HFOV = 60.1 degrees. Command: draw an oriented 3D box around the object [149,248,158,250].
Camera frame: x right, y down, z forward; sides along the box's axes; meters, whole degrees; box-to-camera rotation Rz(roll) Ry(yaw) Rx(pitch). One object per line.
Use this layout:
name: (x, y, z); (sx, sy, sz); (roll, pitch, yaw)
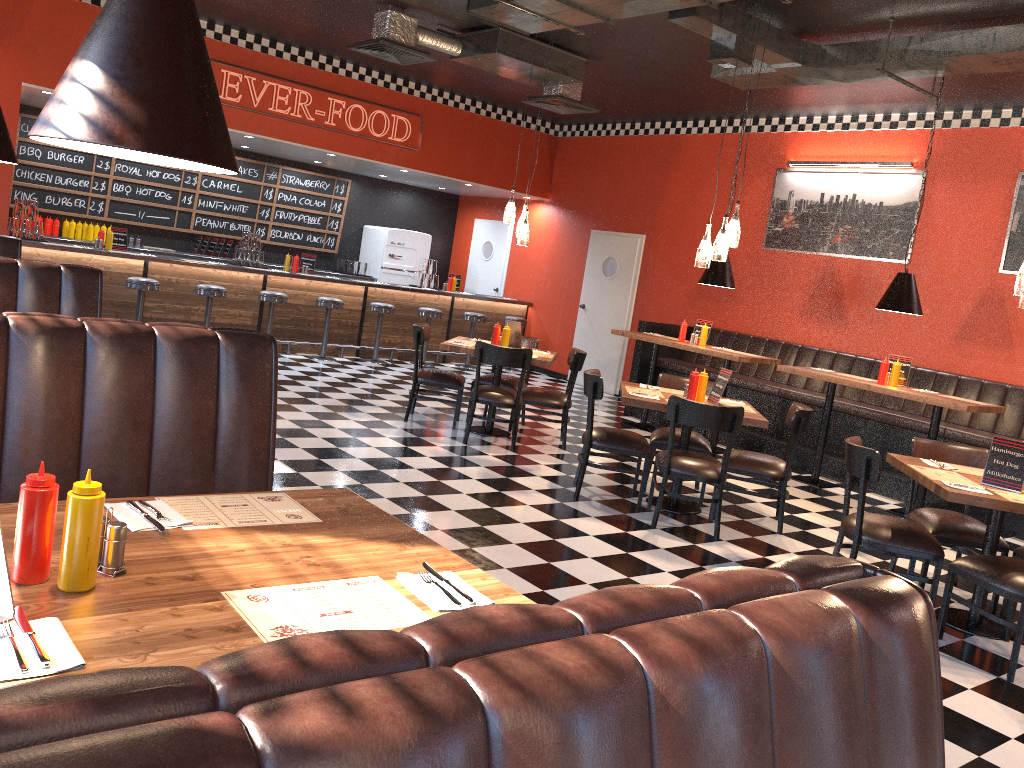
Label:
object: (-4.793, -1.828, 12.016); (0.365, 0.001, 0.262); (3, 10, -39)

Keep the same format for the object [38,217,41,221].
object: (-5.922, -1.990, 11.045); (0.068, 0.237, 0.068); (12, 6, 27)

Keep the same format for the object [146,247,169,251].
object: (-4.792, -1.834, 12.016); (0.365, 0.001, 0.263); (3, 9, -36)

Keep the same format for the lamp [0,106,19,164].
lamp: (-2.052, -1.923, 3.482); (0.383, 2.036, 0.382); (12, 6, 32)

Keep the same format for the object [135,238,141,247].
object: (-5.002, -1.904, 11.851); (0.046, 0.135, 0.094); (4, 8, -44)

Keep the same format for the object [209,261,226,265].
object: (-3.519, -1.444, 10.574); (0.157, 0.019, 0.256); (2, 10, -43)

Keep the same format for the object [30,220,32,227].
object: (-6.015, -2.008, 11.077); (0.068, 0.237, 0.068); (5, 7, -37)

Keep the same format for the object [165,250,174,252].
object: (-4.793, -1.829, 12.016); (0.365, 0.001, 0.263); (4, 9, -34)

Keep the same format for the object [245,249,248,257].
object: (-3.333, -1.587, 11.119); (0.105, 0.208, 0.106); (9, 6, 5)

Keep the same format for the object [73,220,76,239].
object: (-5.640, -1.991, 11.376); (0.068, 0.237, 0.068); (5, 7, -37)

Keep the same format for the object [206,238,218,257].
object: (-4.222, -1.930, 12.472); (0.072, 0.256, 0.189); (4, 8, -44)

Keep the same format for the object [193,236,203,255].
object: (-4.382, -1.938, 12.345); (0.070, 0.257, 0.190); (5, 7, -32)

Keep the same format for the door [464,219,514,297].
door: (-0.471, -1.569, 14.363); (0.161, 2.170, 1.032); (5, 7, -39)

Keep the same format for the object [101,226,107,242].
object: (-5.353, -1.977, 11.600); (0.068, 0.237, 0.068); (5, 7, -38)

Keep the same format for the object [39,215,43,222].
object: (-5.938, -2.004, 11.135); (0.068, 0.237, 0.068); (5, 7, -37)

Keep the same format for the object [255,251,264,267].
object: (-3.161, -1.560, 11.112); (0.105, 0.208, 0.106); (9, 6, 5)

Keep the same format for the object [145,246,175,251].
object: (-4.791, -1.842, 12.015); (0.365, 0.001, 0.262); (3, 10, -38)

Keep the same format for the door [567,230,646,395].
door: (1.264, -1.009, 12.202); (0.161, 2.170, 1.032); (5, 7, -39)

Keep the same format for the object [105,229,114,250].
object: (-4.505, -1.619, 9.920); (0.068, 0.237, 0.068); (5, 7, -38)

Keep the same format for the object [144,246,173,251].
object: (-4.791, -1.840, 12.015); (0.365, 0.001, 0.262); (3, 10, -39)

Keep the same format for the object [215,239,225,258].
object: (-4.136, -1.927, 12.543); (0.072, 0.256, 0.189); (5, 7, -34)

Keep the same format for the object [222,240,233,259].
object: (-4.050, -1.923, 12.613); (0.070, 0.257, 0.190); (5, 7, -36)

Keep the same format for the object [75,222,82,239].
object: (-5.567, -1.981, 11.390); (0.068, 0.237, 0.068); (4, 7, -41)

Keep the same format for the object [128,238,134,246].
object: (-5.086, -1.915, 11.835); (0.047, 0.135, 0.094); (9, 6, 5)

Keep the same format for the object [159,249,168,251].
object: (-4.793, -1.832, 12.016); (0.365, 0.001, 0.262); (3, 9, -37)

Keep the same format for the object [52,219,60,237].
object: (-5.770, -1.989, 11.212); (0.068, 0.237, 0.068); (5, 7, -37)

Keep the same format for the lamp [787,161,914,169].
lamp: (3.593, -2.350, 9.494); (0.081, 0.056, 1.453); (3, 9, -39)

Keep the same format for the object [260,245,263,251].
object: (-3.703, -1.908, 12.898); (0.072, 0.256, 0.189); (5, 7, -34)

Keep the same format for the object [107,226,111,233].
object: (-5.287, -1.974, 11.655); (0.068, 0.237, 0.068); (5, 7, -37)

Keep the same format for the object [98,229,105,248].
object: (-4.606, -1.636, 9.928); (0.068, 0.237, 0.068); (5, 7, -38)

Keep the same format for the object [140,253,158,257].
object: (-4.122, -1.466, 10.049); (0.157, 0.019, 0.256); (4, 9, -34)

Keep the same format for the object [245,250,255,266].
object: (-3.260, -1.565, 11.040); (0.105, 0.208, 0.106); (9, 6, 5)

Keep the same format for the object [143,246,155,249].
object: (-4.792, -1.836, 12.016); (0.365, 0.001, 0.262); (2, 10, -40)

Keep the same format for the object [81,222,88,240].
object: (-5.534, -1.988, 11.476); (0.068, 0.237, 0.068); (11, 6, 27)

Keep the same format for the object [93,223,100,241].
object: (-5.413, -1.978, 11.539); (0.068, 0.237, 0.068); (4, 7, -42)

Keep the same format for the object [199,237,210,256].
object: (-4.307, -1.934, 12.399); (0.072, 0.259, 0.193); (5, 7, -37)

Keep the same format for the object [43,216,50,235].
object: (-5.845, -1.989, 11.129); (0.068, 0.237, 0.068); (5, 7, -37)

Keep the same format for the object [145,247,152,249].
object: (-4.793, -1.831, 12.016); (0.365, 0.001, 0.262); (2, 10, -40)

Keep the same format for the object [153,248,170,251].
object: (-4.792, -1.835, 12.016); (0.365, 0.001, 0.262); (2, 10, -42)

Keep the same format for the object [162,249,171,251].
object: (-4.792, -1.837, 12.016); (0.365, 0.001, 0.262); (3, 9, -36)

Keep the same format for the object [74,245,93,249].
object: (-4.648, -1.486, 9.599); (0.157, 0.019, 0.256); (2, 10, -43)

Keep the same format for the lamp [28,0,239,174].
lamp: (-0.580, -1.448, 1.649); (0.383, 2.036, 0.382); (12, 6, 32)

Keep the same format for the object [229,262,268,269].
object: (-3.300, -1.482, 11.105); (0.436, 0.018, 0.274); (2, 10, -39)

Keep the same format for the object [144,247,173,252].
object: (-4.793, -1.827, 12.017); (0.365, 0.001, 0.262); (3, 10, -38)

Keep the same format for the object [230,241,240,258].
object: (-3.963, -1.919, 12.685); (0.072, 0.256, 0.189); (6, 7, -30)

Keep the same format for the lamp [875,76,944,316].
lamp: (3.423, -1.608, 7.396); (0.382, 2.036, 0.383); (9, 5, 2)

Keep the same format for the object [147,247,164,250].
object: (-4.792, -1.838, 12.016); (0.365, 0.001, 0.262); (2, 10, -39)

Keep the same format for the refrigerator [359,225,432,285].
refrigerator: (-1.910, -1.555, 14.032); (0.801, 1.796, 0.854); (4, 7, -39)

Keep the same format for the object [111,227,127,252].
object: (-4.482, -1.650, 10.106); (0.073, 0.256, 0.188); (13, 7, 40)

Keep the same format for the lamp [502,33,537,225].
lamp: (0.114, -2.395, 7.843); (0.109, 1.958, 0.108); (13, 7, 42)

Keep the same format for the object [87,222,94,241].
object: (-5.454, -1.974, 11.462); (0.068, 0.237, 0.068); (11, 6, 27)

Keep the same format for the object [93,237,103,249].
object: (-4.579, -1.563, 9.812); (0.093, 0.135, 0.047); (8, 5, -5)

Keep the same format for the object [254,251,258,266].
object: (-3.242, -1.583, 11.195); (0.105, 0.208, 0.106); (9, 6, 5)

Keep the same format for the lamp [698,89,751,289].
lamp: (2.226, -1.994, 8.886); (0.382, 2.036, 0.383); (9, 5, 2)

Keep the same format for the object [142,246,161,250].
object: (-4.792, -1.833, 12.016); (0.365, 0.001, 0.262); (3, 10, -37)

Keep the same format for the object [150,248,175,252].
object: (-4.793, -1.830, 12.016); (0.365, 0.001, 0.262); (3, 10, -37)
